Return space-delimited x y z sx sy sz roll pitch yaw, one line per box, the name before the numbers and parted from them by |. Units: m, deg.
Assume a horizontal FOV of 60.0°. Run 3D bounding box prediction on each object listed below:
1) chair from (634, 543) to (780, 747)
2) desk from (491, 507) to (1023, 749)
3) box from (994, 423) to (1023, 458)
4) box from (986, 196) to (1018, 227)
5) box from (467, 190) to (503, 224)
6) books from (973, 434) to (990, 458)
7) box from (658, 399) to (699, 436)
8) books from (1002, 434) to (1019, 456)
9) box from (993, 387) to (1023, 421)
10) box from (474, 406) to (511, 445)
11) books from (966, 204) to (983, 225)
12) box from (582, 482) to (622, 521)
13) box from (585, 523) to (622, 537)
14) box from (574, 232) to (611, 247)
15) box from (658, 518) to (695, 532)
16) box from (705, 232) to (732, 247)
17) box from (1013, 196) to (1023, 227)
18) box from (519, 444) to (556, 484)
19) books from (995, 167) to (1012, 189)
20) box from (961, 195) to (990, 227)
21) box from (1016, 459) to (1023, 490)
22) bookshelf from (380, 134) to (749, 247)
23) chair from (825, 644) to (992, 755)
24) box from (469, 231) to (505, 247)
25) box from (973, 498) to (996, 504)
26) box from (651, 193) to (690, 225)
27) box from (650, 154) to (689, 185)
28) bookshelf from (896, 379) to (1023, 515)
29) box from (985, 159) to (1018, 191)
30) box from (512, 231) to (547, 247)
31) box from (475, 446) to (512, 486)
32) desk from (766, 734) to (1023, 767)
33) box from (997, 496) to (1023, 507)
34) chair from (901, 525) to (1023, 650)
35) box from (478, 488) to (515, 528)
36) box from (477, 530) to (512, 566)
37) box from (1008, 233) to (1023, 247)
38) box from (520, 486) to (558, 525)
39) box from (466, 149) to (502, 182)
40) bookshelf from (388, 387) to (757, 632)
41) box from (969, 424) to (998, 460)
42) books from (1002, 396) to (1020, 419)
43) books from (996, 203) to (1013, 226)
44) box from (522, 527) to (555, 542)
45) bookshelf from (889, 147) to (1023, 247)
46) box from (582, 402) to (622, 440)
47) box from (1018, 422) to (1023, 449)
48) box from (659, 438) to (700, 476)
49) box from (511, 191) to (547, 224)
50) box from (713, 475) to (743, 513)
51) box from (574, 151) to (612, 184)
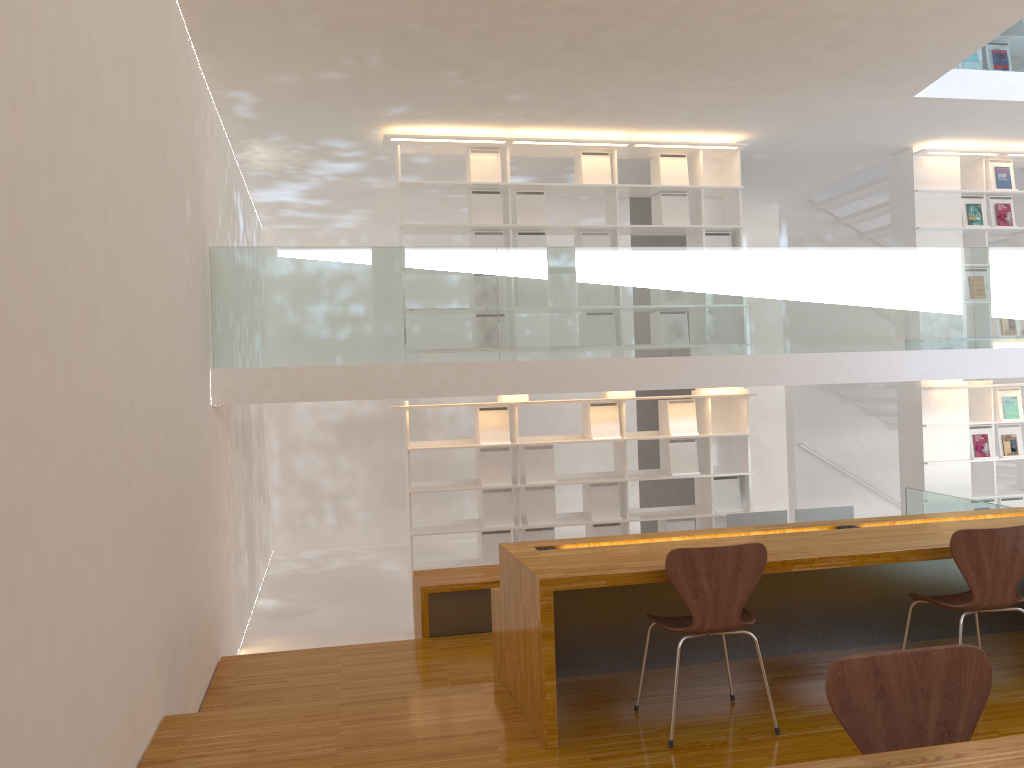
chair | 0.710 0.924 3.335 0.428 0.693 0.381 -2 0 -12
desk | 1.563 1.104 4.096 3.236 0.918 1.285 -2 0 -12
box | 4.473 0.511 8.078 0.245 0.296 0.274 -2 0 -12
box | 4.405 -1.548 8.088 0.245 0.296 0.274 -2 0 -12
box | -0.217 -1.401 7.172 0.245 0.296 0.274 -2 0 -12
books | 4.181 0.554 7.898 0.145 0.210 0.037 -2 0 -12
box | 1.405 0.281 7.491 0.245 0.296 0.274 -2 0 -12
books | 4.479 0.560 7.970 0.145 0.210 0.037 -2 0 -12
box | 4.465 0.182 8.068 0.245 0.296 0.274 -2 0 -12
box | -0.160 0.331 7.163 0.245 0.296 0.274 -2 0 -12
books | 4.128 -1.505 7.912 0.145 0.210 0.037 -2 0 -12
box | 0.742 0.959 7.345 0.245 0.296 0.274 -2 0 -12
box | 0.766 1.287 7.346 0.245 0.296 0.274 -2 0 -12
box | 0.674 -1.101 7.354 0.245 0.296 0.274 -2 0 -12
box | 1.398 1.267 7.478 0.245 0.296 0.274 -2 0 -12
box | 1.725 -1.135 7.574 0.245 0.296 0.274 -2 0 -12
box | 4.758 -1.560 8.149 0.245 0.296 0.274 -2 0 -12
box | 0.205 0.648 7.236 0.245 0.296 0.274 -2 0 -12
books | 4.418 -1.850 7.973 0.145 0.210 0.037 -2 0 -12
box | 4.110 -1.540 8.014 0.245 0.296 0.274 -2 0 -12
box | 4.842 0.821 8.139 0.245 0.296 0.274 -2 0 -12
bookshelf | 0.468 -1.080 7.241 2.984 1.836 0.498 -2 0 -12
chair | 0.882 0.911 1.710 0.428 0.693 0.381 -2 0 -12
box | -0.197 -1.073 7.172 0.245 0.296 0.274 -2 0 -12
box | 4.204 1.178 8.001 0.245 0.296 0.274 -2 0 -12
box | 1.346 -1.451 7.499 0.245 0.296 0.274 -2 0 -12
box | 1.337 -1.779 7.501 0.245 0.296 0.274 -2 0 -12
bookshelf | 5.384 0.826 8.301 3.666 1.836 0.397 -2 0 -12
box | 4.397 -1.878 8.077 0.245 0.296 0.274 -2 0 -12
box | 0.148 -1.084 7.244 0.245 0.296 0.274 -2 0 -12
box | -0.149 0.658 7.162 0.245 0.296 0.274 -2 0 -12
desk | 1.914 0.924 1.466 3.185 0.606 0.760 -2 0 -12
box | 4.493 1.168 8.062 0.245 0.296 0.274 -2 0 -12
chair | 1.813 0.889 3.526 0.428 0.693 0.381 -2 0 -12
box | -0.129 0.986 7.162 0.245 0.296 0.274 -2 0 -12
box | -0.137 1.316 7.157 0.245 0.296 0.274 -2 0 -12
box | 4.771 -1.232 8.148 0.245 0.296 0.274 -2 0 -12
box | 0.215 0.975 7.234 0.245 0.296 0.274 -2 0 -12
box | -0.228 -1.729 7.173 0.245 0.296 0.274 -2 0 -12
bookshelf | 0.536 0.980 7.231 2.984 1.836 0.498 -2 0 -12
box | 4.178 0.519 8.004 0.245 0.296 0.274 -2 0 -12
books | 4.480 0.218 7.961 0.145 0.210 0.037 -2 0 -12
books | 4.426 -1.519 7.974 0.145 0.210 0.037 -2 0 -12
box | 0.213 1.304 7.230 0.245 0.296 0.274 -2 0 -12
bookshelf | 5.326 -1.235 8.261 3.666 1.836 0.498 -2 0 -12
box | 0.742 0.300 7.350 0.245 0.296 0.274 -2 0 -12
box | 4.825 0.493 8.139 0.245 0.296 0.274 -2 0 -12
box | 1.414 0.608 7.489 0.245 0.296 0.274 -2 0 -12
box | 0.137 -1.412 7.246 0.245 0.296 0.274 -2 0 -12
box | 1.793 0.925 7.565 0.245 0.296 0.274 -2 0 -12
box | 0.674 -1.759 7.360 0.245 0.296 0.274 -2 0 -12
